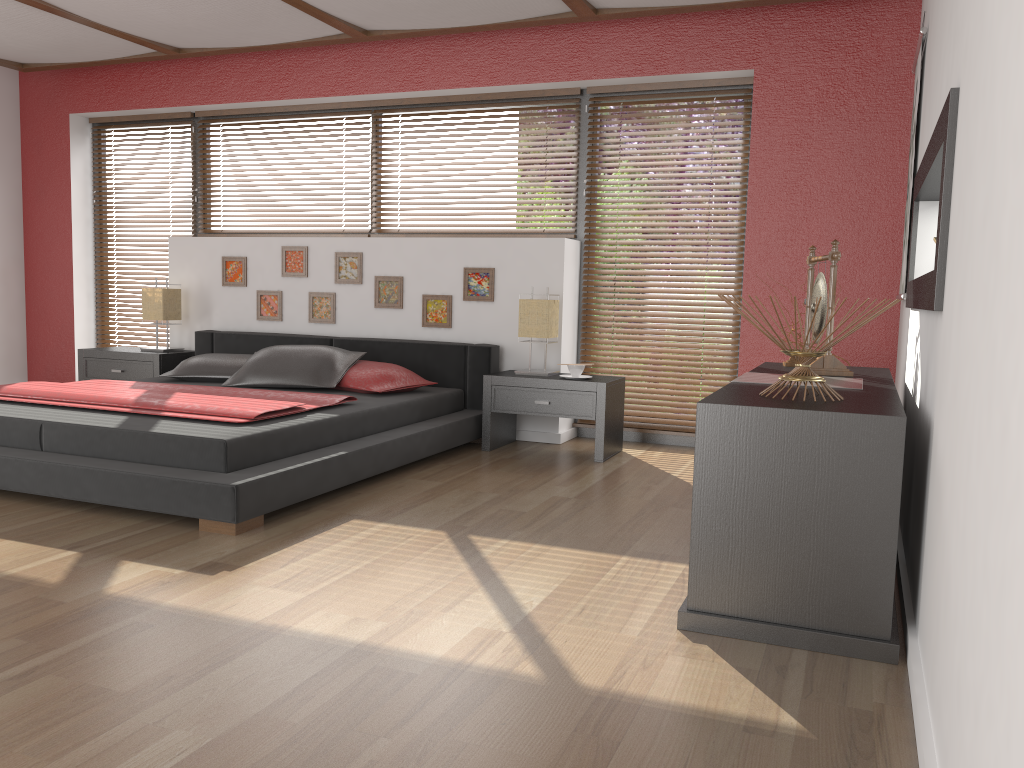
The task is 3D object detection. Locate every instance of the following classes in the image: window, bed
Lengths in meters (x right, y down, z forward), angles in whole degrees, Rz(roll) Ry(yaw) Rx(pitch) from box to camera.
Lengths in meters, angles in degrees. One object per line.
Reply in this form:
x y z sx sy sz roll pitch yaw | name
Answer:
0.897 -0.745 5.255 0.889 1.893 0.020 4 6 21 | window
-0.899 -1.406 5.909 2.817 0.786 0.020 4 6 21 | window
-1.650 0.073 4.617 2.469 0.577 2.413 4 6 21 | bed
-2.727 -0.988 6.677 0.889 1.893 0.020 4 6 21 | window

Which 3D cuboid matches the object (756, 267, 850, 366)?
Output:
1.391 -0.048 4.344 0.422 1.035 0.364 1 6 -3 | object

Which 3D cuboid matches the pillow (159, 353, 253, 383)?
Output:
-1.697 -0.092 5.339 0.745 0.172 0.418 1 6 -3 | pillow

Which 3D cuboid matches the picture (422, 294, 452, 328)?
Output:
-0.460 -0.446 5.440 0.200 0.200 0.010 4 6 21 | picture

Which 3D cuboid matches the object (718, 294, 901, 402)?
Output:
0.817 -0.103 2.481 0.481 0.282 0.481 0 6 -12 | object

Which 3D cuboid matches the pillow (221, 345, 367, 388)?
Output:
-1.252 -0.104 5.067 0.744 0.241 0.386 3 6 17 | pillow

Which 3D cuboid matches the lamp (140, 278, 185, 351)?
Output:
-2.358 -0.472 5.973 0.200 0.480 0.200 4 6 21 | lamp

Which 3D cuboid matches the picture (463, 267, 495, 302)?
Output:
-0.200 -0.597 5.323 0.200 0.200 0.010 4 6 21 | picture

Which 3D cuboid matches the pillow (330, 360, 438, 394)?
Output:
-0.830 -0.040 5.056 0.745 0.172 0.418 7 8 40 | pillow

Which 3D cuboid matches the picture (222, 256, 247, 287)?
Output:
-1.870 -0.757 5.974 0.200 0.200 0.010 4 6 21 | picture

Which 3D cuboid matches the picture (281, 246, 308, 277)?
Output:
-1.419 -0.799 5.790 0.200 0.200 0.010 4 6 21 | picture

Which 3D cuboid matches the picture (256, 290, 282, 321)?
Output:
-1.612 -0.520 5.893 0.200 0.200 0.010 4 6 21 | picture

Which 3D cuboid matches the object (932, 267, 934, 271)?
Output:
1.610 -0.454 3.263 0.041 0.146 0.226 2 6 1 | object

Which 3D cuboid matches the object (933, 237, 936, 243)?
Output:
1.303 -0.358 2.451 0.181 0.116 0.350 3 6 11 | object

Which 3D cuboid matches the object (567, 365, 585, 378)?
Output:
0.349 -0.069 4.828 0.099 0.069 0.099 -4 8 -43 | object

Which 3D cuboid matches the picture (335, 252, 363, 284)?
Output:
-1.041 -0.738 5.645 0.200 0.200 0.010 4 6 21 | picture

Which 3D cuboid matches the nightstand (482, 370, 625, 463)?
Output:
0.233 0.166 4.955 0.700 0.423 0.413 4 6 21 | nightstand

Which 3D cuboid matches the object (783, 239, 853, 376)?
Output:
1.195 -0.299 3.445 0.173 0.498 0.490 2 6 6 | object

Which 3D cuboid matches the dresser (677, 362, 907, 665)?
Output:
1.017 0.291 3.030 0.540 0.608 1.740 4 6 21 | dresser

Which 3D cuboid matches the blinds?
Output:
-0.943 -0.825 5.907 4.840 1.952 0.032 4 6 21 | blinds

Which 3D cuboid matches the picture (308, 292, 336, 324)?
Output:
-1.230 -0.494 5.743 0.200 0.200 0.010 4 6 21 | picture

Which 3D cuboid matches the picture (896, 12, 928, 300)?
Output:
1.794 -1.015 3.982 0.028 1.270 0.701 4 6 21 | picture

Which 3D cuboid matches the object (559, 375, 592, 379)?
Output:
0.348 -0.037 4.831 0.179 0.012 0.179 -4 8 -43 | object

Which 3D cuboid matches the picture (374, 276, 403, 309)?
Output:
-0.772 -0.574 5.553 0.200 0.200 0.010 4 6 21 | picture

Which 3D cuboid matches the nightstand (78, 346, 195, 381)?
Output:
-2.533 -0.020 6.040 0.700 0.423 0.413 4 6 21 | nightstand

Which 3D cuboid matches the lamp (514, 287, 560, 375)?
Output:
0.149 -0.304 4.989 0.200 0.480 0.200 4 6 21 | lamp
